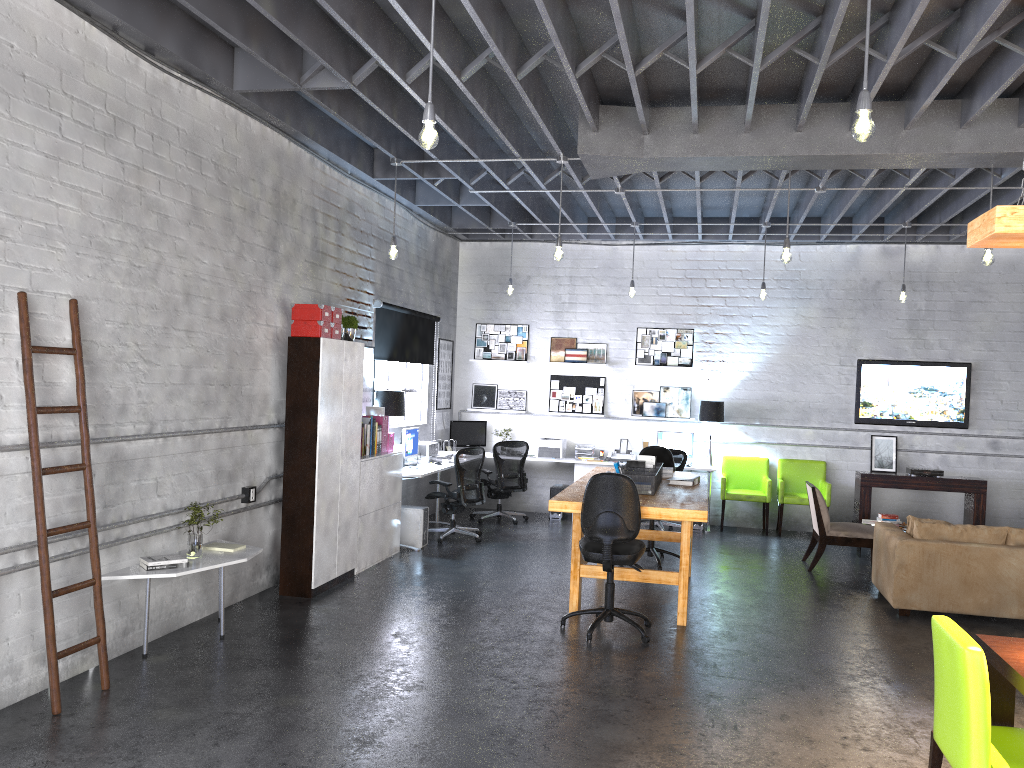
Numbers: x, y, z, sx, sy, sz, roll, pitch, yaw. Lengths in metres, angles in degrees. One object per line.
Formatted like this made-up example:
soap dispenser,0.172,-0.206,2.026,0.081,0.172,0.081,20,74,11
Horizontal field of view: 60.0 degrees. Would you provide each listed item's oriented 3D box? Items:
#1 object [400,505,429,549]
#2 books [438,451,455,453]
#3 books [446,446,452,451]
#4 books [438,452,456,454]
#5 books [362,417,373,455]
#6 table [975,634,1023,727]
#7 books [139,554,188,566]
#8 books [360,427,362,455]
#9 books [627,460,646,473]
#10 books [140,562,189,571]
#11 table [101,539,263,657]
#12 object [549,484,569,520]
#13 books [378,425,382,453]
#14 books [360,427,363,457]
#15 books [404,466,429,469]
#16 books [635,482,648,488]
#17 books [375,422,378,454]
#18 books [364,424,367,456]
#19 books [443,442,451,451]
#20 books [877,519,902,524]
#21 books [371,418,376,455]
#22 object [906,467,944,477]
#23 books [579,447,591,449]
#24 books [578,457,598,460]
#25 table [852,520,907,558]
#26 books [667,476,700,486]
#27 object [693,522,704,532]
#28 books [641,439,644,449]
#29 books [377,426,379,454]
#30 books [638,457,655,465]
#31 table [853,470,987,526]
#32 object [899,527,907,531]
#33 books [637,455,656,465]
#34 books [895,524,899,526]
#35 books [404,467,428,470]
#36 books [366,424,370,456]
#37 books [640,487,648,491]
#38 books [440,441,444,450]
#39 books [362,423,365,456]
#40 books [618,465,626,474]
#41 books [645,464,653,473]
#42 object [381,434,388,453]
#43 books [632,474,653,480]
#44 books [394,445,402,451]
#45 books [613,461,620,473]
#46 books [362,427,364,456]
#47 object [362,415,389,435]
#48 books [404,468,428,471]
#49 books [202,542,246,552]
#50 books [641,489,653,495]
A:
object,-1.132,1.487,9.284,0.478,0.411,0.200,2,1,12
books,-0.874,0.855,11.195,0.297,0.006,0.210,2,0,13
books,-0.817,0.847,11.511,0.037,0.076,0.102,3,1,27
books,-0.875,0.860,11.191,0.297,0.006,0.210,2,0,12
books,-1.405,0.488,8.335,0.176,0.346,0.053,3,1,12
table,2.725,1.477,3.138,1.800,0.780,0.854,2,1,12
books,-2.158,1.088,5.487,0.234,0.022,0.185,2,0,-40
books,-1.463,0.521,8.087,0.167,0.275,0.037,3,1,12
books,1.049,0.751,7.510,0.158,0.214,0.063,2,1,12
books,-2.156,1.115,5.498,0.250,0.031,0.185,2,0,-36
table,-2.037,1.401,5.748,0.517,0.532,1.336,2,0,12
object,0.618,1.551,11.678,0.180,0.411,0.476,3,1,12
books,-1.375,0.527,8.581,0.220,0.271,0.082,2,1,12
books,-1.448,0.527,8.117,0.161,0.266,0.026,3,1,12
books,-1.014,0.883,9.402,0.212,0.010,0.170,2,0,39
books,1.034,0.798,7.012,0.127,0.022,0.181,2,0,7
books,-1.367,0.512,8.464,0.159,0.298,0.026,3,1,12
books,-1.431,0.513,8.210,0.170,0.293,0.057,3,1,12
books,-0.839,0.815,11.512,0.017,0.121,0.184,3,1,27
books,4.297,1.566,10.107,0.161,0.026,0.223,2,0,-18
books,-1.396,0.491,8.395,0.197,0.339,0.065,3,1,12
object,5.023,1.076,10.796,0.370,0.082,0.266,2,0,12
books,0.968,0.846,11.723,0.134,0.008,0.203,2,0,-4
books,0.980,0.951,11.383,0.211,0.014,0.148,2,0,27
table,4.314,1.761,9.950,0.873,0.300,0.873,2,0,16
books,1.505,0.844,7.788,0.244,0.067,0.298,2,0,22
object,2.345,1.622,11.218,0.180,0.411,0.476,3,1,12
books,1.704,0.864,11.533,0.043,0.296,0.210,3,1,12
books,-1.388,0.529,8.522,0.219,0.267,0.060,3,1,17
books,1.211,0.763,8.026,0.158,0.200,0.082,2,1,12
table,4.954,1.524,10.826,1.410,0.820,0.403,2,1,12
object,4.287,1.594,9.786,0.137,0.031,0.137,2,0,38
books,1.221,0.757,8.056,0.171,0.210,0.046,2,1,12
books,4.271,1.593,10.118,0.223,0.032,0.161,2,0,-8
books,-1.020,0.893,9.399,0.209,0.012,0.158,2,0,36
books,-1.417,0.517,8.260,0.174,0.286,0.045,3,1,12
books,1.038,0.819,7.016,0.141,0.021,0.203,2,0,13
books,-0.896,0.804,11.557,0.052,0.109,0.133,3,1,27
books,-1.442,0.510,8.170,0.159,0.298,0.026,3,1,12
books,0.891,0.748,7.021,0.097,0.209,0.157,3,1,12
books,1.122,0.767,7.526,0.143,0.188,0.061,2,1,12
object,-1.349,0.576,8.707,0.214,0.177,0.161,2,1,13
books,1.045,0.769,7.328,0.232,0.027,0.184,2,0,-16
books,-1.271,0.776,9.530,0.172,0.243,0.026,2,1,12
books,0.862,0.735,7.042,0.108,0.234,0.166,3,1,12
books,-1.440,0.527,8.143,0.161,0.266,0.027,3,1,12
object,-1.342,0.399,8.704,0.214,0.177,0.161,2,1,13
books,-1.018,0.905,9.396,0.213,0.012,0.158,2,0,37
books,-1.989,1.125,6.114,0.248,0.021,0.176,2,0,12
books,1.034,0.844,7.016,0.155,0.029,0.226,2,0,12
